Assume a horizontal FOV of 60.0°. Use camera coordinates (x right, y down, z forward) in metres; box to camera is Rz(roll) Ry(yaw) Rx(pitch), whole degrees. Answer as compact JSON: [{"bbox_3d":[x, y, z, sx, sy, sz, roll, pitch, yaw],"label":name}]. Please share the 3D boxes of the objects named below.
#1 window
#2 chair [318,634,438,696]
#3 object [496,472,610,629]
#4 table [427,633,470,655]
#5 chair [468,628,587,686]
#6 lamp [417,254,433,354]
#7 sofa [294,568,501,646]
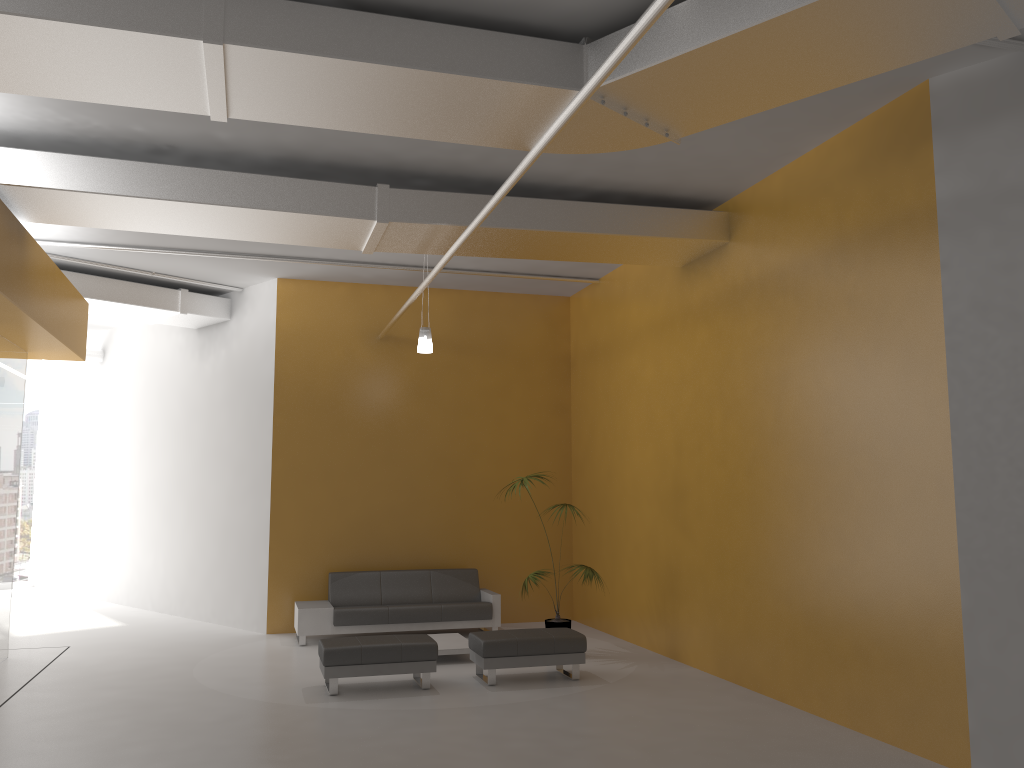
[{"bbox_3d":[-10.854,1.300,14.711,0.100,4.498,8.533,-7,-10,43],"label":"window"},{"bbox_3d":[-1.216,2.516,8.002,1.012,0.423,0.575,2,-7,-16],"label":"chair"},{"bbox_3d":[0.404,1.924,9.508,1.222,1.956,0.912,-3,-8,24],"label":"object"},{"bbox_3d":[-0.951,2.830,9.456,1.000,0.150,1.000,2,-7,-16],"label":"table"},{"bbox_3d":[0.141,2.559,8.376,1.012,0.423,0.575,2,-7,-16],"label":"chair"},{"bbox_3d":[-0.962,-0.959,9.878,0.174,1.227,0.174,-3,-8,25],"label":"lamp"},{"bbox_3d":[-1.392,2.686,10.797,2.400,0.761,0.860,2,-7,-16],"label":"sofa"}]
